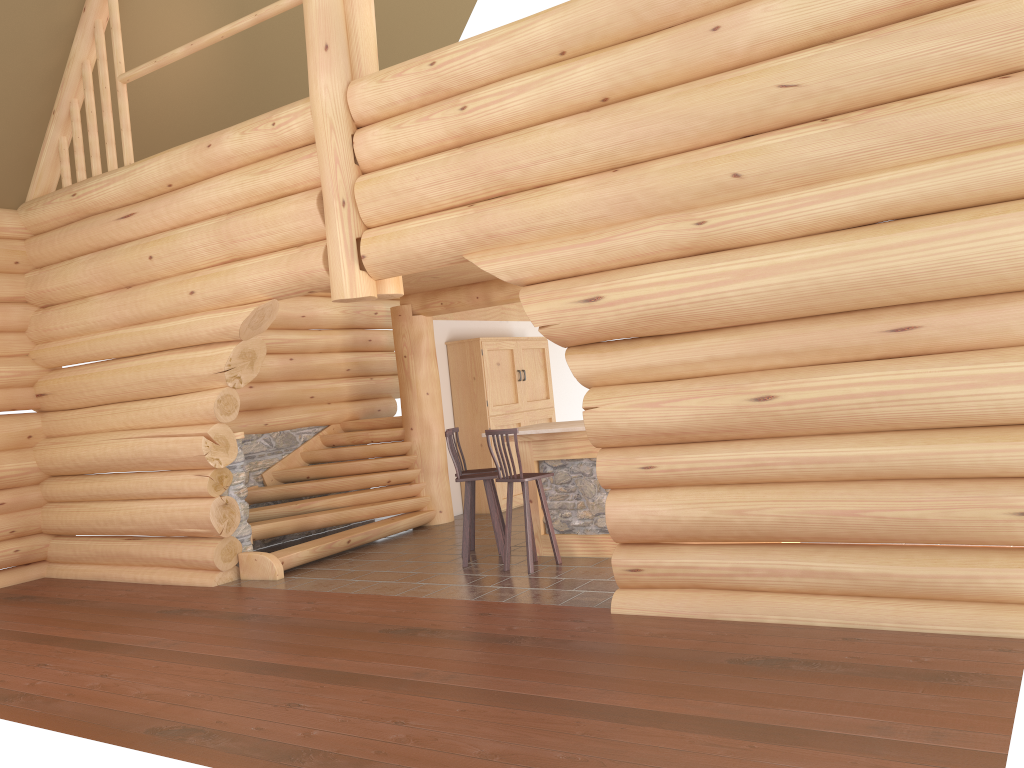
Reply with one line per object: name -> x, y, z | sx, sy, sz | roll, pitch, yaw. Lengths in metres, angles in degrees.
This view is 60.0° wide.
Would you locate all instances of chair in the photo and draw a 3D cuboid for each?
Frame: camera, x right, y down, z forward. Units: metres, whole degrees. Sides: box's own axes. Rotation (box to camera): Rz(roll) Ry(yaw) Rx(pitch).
chair -> 0.112, 1.053, 8.255 | 0.406, 1.319, 0.504 | -6, 0, 43
chair -> -0.346, 1.101, 8.764 | 0.504, 1.319, 0.406 | -6, 0, 2
chair -> -0.358, 1.104, 9.285 | 0.504, 1.319, 0.406 | -6, 0, 13

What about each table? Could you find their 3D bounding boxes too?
table -> 1.415, 0.954, 8.531 | 3.220, 1.257, 1.196 | -6, 0, 33

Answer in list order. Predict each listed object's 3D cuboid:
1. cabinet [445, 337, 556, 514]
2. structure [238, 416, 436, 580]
cabinet -> -0.049, 0.541, 12.970 | 0.670, 2.403, 1.847 | -6, 0, 33
structure -> -2.475, 1.167, 10.930 | 1.951, 1.643, 3.604 | -6, 0, 27
